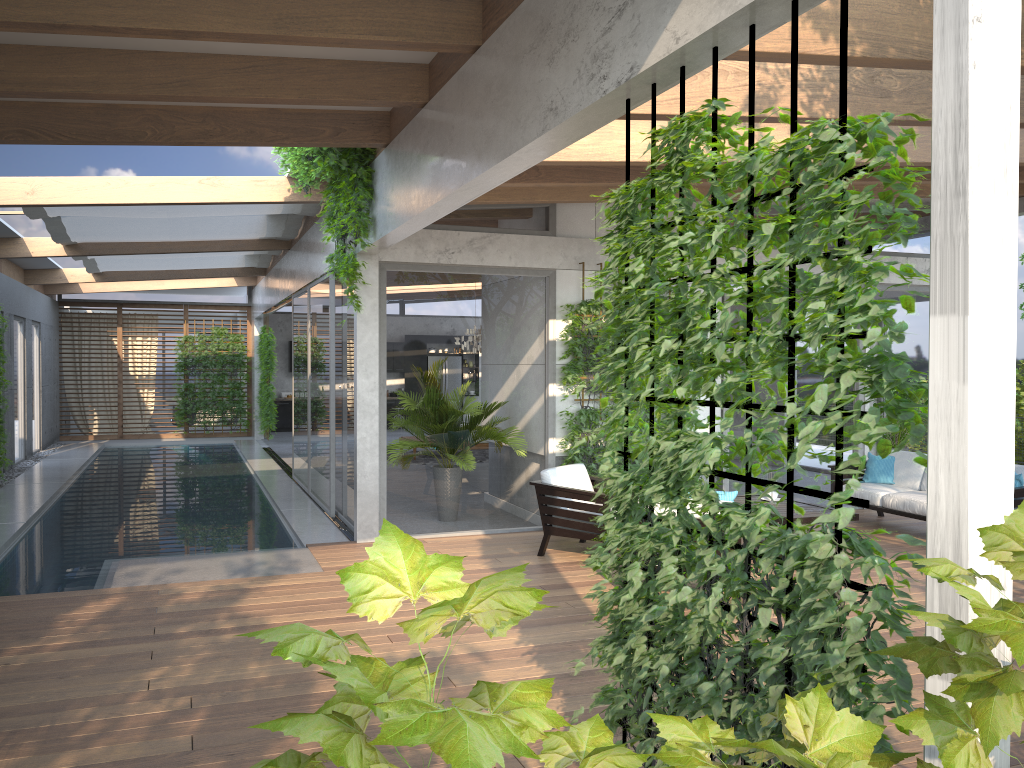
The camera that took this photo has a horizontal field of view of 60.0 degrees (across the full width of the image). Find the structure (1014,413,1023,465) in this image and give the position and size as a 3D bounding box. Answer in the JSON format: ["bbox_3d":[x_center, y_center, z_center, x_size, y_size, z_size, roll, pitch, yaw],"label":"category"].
[{"bbox_3d":[5.156,1.188,9.969,15.587,3.022,31.708,1,1,20],"label":"structure"}]

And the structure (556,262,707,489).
[{"bbox_3d":[1.284,0.096,9.215,1.851,2.669,0.500,0,1,-20],"label":"structure"}]

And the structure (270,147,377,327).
[{"bbox_3d":[-1.692,-1.517,8.069,0.918,2.054,1.822,0,1,-23],"label":"structure"}]

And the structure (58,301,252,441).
[{"bbox_3d":[-8.196,-0.292,20.280,4.313,3.079,0.085,0,1,-20],"label":"structure"}]

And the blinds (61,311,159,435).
[{"bbox_3d":[-9.162,-0.208,20.299,2.087,2.898,0.692,0,1,-17],"label":"blinds"}]

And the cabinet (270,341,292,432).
[{"bbox_3d":[-3.675,-0.057,23.378,5.901,2.502,0.709,0,1,-22],"label":"cabinet"}]

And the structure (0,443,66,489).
[{"bbox_3d":[-7.251,1.418,12.300,0.477,0.068,13.673,0,1,-20],"label":"structure"}]

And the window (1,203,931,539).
[{"bbox_3d":[-1.447,-0.525,16.649,14.294,3.764,23.280,0,1,-20],"label":"window"}]

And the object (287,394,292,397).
[{"bbox_3d":[-5.643,0.299,22.462,0.090,0.087,0.086,-1,2,-43],"label":"object"}]

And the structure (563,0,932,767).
[{"bbox_3d":[0.659,0.238,2.888,0.500,2.687,1.807,0,1,-20],"label":"structure"}]

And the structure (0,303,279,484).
[{"bbox_3d":[-6.169,-0.060,15.886,2.739,2.687,10.282,0,1,-3],"label":"structure"}]

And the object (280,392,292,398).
[{"bbox_3d":[-5.677,0.287,22.637,0.381,0.134,0.590,-1,1,-32],"label":"object"}]

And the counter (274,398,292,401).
[{"bbox_3d":[-4.648,0.379,23.002,3.805,0.061,0.607,0,1,-20],"label":"counter"}]
